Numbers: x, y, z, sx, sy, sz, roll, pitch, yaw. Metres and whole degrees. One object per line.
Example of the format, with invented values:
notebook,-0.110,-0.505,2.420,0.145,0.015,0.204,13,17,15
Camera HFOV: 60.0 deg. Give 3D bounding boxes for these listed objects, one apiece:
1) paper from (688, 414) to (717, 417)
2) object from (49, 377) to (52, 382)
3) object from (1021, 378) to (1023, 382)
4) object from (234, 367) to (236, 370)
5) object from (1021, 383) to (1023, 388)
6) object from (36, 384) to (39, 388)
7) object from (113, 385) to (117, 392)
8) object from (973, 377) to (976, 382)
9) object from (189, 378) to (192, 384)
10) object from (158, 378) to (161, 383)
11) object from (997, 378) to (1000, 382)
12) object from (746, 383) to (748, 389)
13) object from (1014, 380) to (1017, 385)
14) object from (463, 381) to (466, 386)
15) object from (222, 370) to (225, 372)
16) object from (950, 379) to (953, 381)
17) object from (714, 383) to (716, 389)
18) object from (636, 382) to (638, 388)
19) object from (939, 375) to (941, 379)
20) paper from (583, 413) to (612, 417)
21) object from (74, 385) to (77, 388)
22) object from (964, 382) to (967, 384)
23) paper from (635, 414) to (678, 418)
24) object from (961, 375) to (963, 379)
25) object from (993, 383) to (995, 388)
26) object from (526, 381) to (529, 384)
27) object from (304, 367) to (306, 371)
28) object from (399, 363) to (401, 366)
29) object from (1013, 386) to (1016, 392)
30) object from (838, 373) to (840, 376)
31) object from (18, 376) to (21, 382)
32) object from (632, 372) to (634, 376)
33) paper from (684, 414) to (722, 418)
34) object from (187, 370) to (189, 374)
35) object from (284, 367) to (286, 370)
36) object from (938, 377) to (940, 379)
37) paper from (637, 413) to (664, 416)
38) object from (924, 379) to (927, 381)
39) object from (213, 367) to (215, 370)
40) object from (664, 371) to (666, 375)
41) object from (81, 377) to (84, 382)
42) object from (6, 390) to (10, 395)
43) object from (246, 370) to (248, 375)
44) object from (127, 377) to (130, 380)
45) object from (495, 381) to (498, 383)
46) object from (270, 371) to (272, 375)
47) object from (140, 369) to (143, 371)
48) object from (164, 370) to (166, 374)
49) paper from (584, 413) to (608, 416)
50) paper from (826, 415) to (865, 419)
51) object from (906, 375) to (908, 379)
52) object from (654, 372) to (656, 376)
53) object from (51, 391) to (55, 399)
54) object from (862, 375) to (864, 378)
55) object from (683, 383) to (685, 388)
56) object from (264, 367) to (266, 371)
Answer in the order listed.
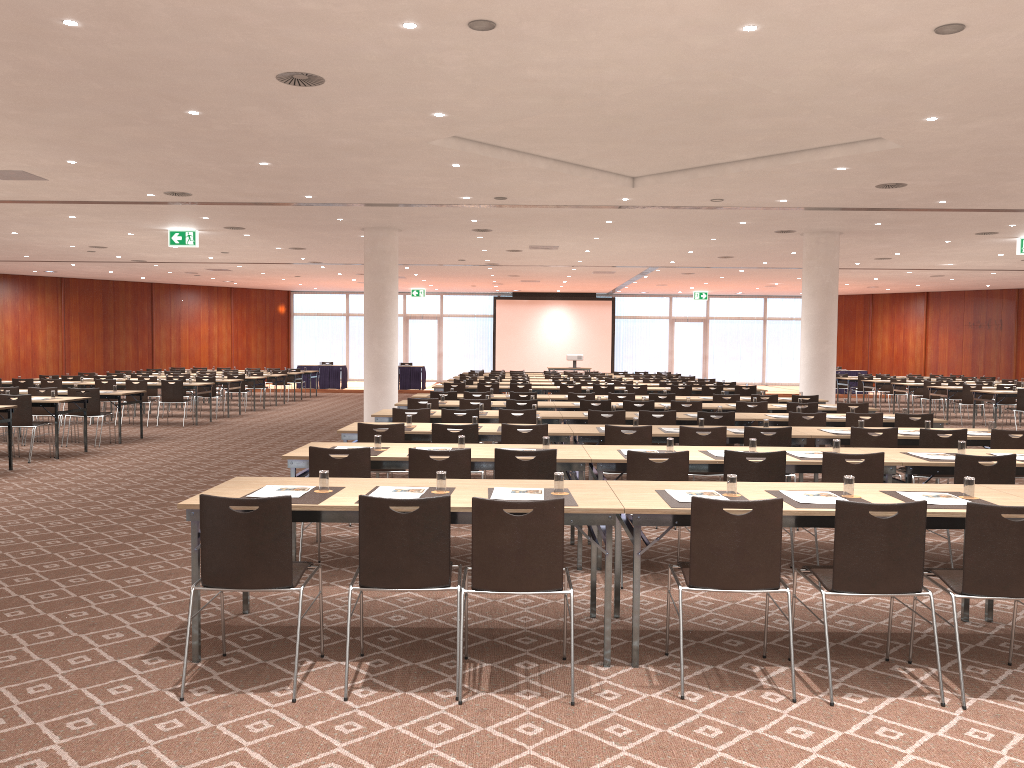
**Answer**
paper,2.320,0.382,10.860,0.283,0.006,0.398,1,2,0
object,-9.597,-0.096,18.443,0.054,0.114,0.054,2,3,34
object,14.003,-0.109,24.327,0.054,0.114,0.054,-1,3,-33
object,-8.890,-0.495,28.430,0.054,0.114,0.054,-1,3,-33
object,11.712,0.031,20.346,0.054,0.114,0.054,-1,3,-33
object,-7.998,0.062,14.946,0.054,0.114,0.054,0,3,-11
object,-6.687,0.075,14.934,0.054,0.114,0.054,0,3,-11
object,12.696,-0.121,24.335,0.054,0.114,0.054,-1,3,-33
object,-6.685,-0.067,18.427,0.054,0.114,0.054,-1,3,-33
object,-7.322,-0.074,18.442,0.054,0.114,0.054,-1,3,-33
object,13.346,-0.115,24.322,0.054,0.114,0.054,-1,3,-33
object,4.868,0.046,18.371,0.054,0.114,0.054,-1,3,-33
object,12.683,-0.040,22.335,0.054,0.114,0.054,-1,3,-33
object,-0.982,-0.012,18.415,0.054,0.114,0.054,-1,3,-33
object,-7.948,-0.324,24.431,0.054,0.114,0.054,0,3,-11
object,11.075,-0.056,22.347,0.054,0.114,0.054,0,3,-11
object,4.206,0.039,18.379,0.054,0.114,0.054,2,3,34
object,2.590,0.024,18.386,0.054,0.114,0.054,-1,3,-33
object,12.714,-0.202,26.323,0.054,0.114,0.054,-1,3,-33
paper,1.103,0.377,10.803,0.460,0.003,0.565,1,2,1
object,-7.351,0.068,14.940,0.054,0.114,0.054,0,3,-11
object,10.402,0.019,20.351,0.054,0.114,0.054,-1,3,-33
paper,1.744,0.384,10.776,0.460,0.003,0.565,1,2,1
object,13.361,-0.196,26.326,0.054,0.114,0.054,-1,3,-33
object,11.061,0.025,20.352,0.054,0.114,0.054,-1,3,-33
object,0.325,0.002,18.393,0.054,0.114,0.054,2,3,34
object,-6.626,-0.473,28.420,0.054,0.114,0.054,0,3,-11
object,-4.019,-0.711,31.750,0.054,0.114,0.054,1,3,12
object,10.399,0.100,18.352,0.054,0.114,0.054,-1,3,-33
object,10.447,-0.306,28.344,0.054,0.114,0.054,0,3,-11
object,-10.245,-0.102,18.449,0.054,0.114,0.054,2,3,34
object,3.603,-0.292,26.376,0.054,0.114,0.054,2,3,34
paper,2.374,0.389,10.797,0.460,0.003,0.565,1,2,-1
object,-8.917,-0.333,24.432,0.054,0.114,0.054,-1,3,-33
object,-7.269,-0.479,28.421,0.054,0.114,0.054,0,3,-11
object,11.727,-0.131,24.335,0.054,0.114,0.054,0,3,-11
paper,1.700,0.377,10.858,0.283,0.006,0.398,0,2,-2
object,10.421,-0.062,22.341,0.054,0.114,0.054,0,3,-11
object,-9.551,-0.501,28.425,0.054,0.114,0.054,-1,3,-33
object,4.903,-0.360,28.366,0.054,0.114,0.054,-1,3,-33
object,-8.947,-0.090,18.452,0.054,0.114,0.054,2,3,34
object,-7.360,0.149,12.946,0.054,0.114,0.054,0,3,-11
object,-7.298,-0.317,24.418,0.054,0.114,0.054,0,3,-11
object,-7.974,-0.080,18.448,0.054,0.114,0.054,-1,3,-33
object,-0.328,-0.005,18.410,0.054,0.114,0.054,2,3,34
object,-6.640,-0.311,24.424,0.054,0.114,0.054,0,3,-11
object,-10.211,-0.346,24.438,0.054,0.114,0.054,-1,3,-33
object,-9.558,-0.339,24.434,0.054,0.114,0.054,-1,3,-33
paper,1.030,0.369,10.884,0.283,0.006,0.398,1,2,2
paper,4.002,0.406,10.786,0.460,0.003,0.565,1,2,0
object,11.737,-0.212,26.341,0.054,0.114,0.054,0,3,-11
object,4.244,-0.285,26.372,0.054,0.114,0.054,2,3,34
object,-6.695,0.156,12.936,0.054,0.114,0.054,0,3,-11
object,10.439,-0.225,26.344,0.054,0.114,0.054,0,3,-11
object,3.568,0.033,18.387,0.054,0.114,0.054,2,3,34
object,-7.917,-0.486,28.422,0.054,0.114,0.054,0,3,-11
